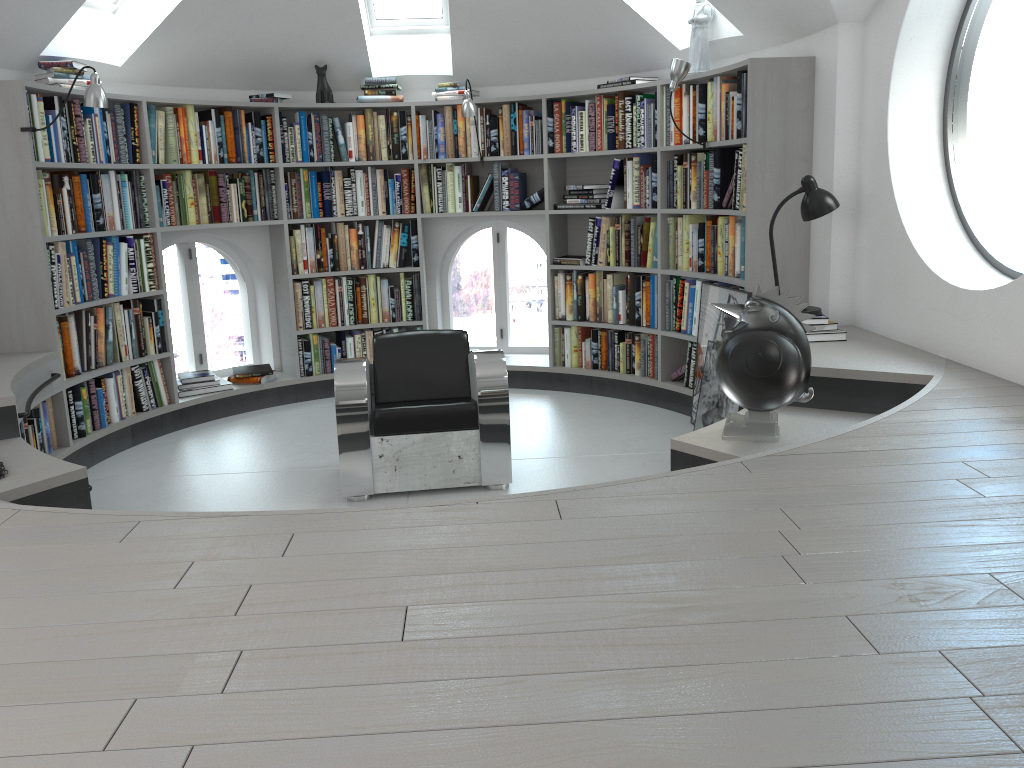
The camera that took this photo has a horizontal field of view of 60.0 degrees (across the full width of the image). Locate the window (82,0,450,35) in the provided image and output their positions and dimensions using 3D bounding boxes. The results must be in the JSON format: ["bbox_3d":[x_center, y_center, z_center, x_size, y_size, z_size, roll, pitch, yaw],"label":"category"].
[{"bbox_3d":[-0.685,-2.623,5.323,4.055,0.709,1.943,-3,12,-2],"label":"window"}]

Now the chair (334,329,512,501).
[{"bbox_3d":[-0.463,0.122,4.558,0.823,0.715,0.745,-4,12,-8],"label":"chair"}]

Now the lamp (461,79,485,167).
[{"bbox_3d":[-0.270,-1.769,6.037,0.113,0.563,0.359,-1,12,4],"label":"lamp"}]

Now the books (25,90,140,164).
[{"bbox_3d":[-2.471,-1.399,4.911,0.300,0.359,1.038,1,13,13],"label":"books"}]

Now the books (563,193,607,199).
[{"bbox_3d":[0.548,-1.301,6.139,0.270,0.031,0.286,-13,17,-41],"label":"books"}]

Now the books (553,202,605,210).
[{"bbox_3d":[0.550,-1.238,6.151,0.388,0.042,0.367,7,16,36],"label":"books"}]

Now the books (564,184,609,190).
[{"bbox_3d":[0.545,-1.362,6.127,0.269,0.031,0.287,-7,14,-22],"label":"books"}]

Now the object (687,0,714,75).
[{"bbox_3d":[1.101,-2.053,5.214,0.179,0.470,0.180,-1,11,6],"label":"object"}]

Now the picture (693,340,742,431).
[{"bbox_3d":[1.149,0.073,4.892,0.107,0.552,0.492,-4,12,-12],"label":"picture"}]

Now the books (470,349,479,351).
[{"bbox_3d":[-0.362,-0.218,6.673,0.268,0.029,0.254,-5,13,-12],"label":"books"}]

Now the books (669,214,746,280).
[{"bbox_3d":[1.259,-0.818,5.215,0.276,0.346,1.026,-6,13,-17],"label":"books"}]

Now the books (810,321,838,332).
[{"bbox_3d":[1.364,-0.290,4.296,0.286,0.034,0.306,-5,13,-12],"label":"books"}]

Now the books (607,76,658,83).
[{"bbox_3d":[0.787,-1.977,5.790,0.233,0.027,0.248,-9,14,-29],"label":"books"}]

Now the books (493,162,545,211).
[{"bbox_3d":[0.088,-1.403,6.289,0.399,0.339,0.225,2,12,17],"label":"books"}]

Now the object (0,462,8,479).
[{"bbox_3d":[-1.965,0.296,3.183,0.218,0.081,0.474,-12,16,-39],"label":"object"}]

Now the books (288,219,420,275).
[{"bbox_3d":[-1.139,-0.999,6.396,0.998,0.349,0.299,-6,12,-19],"label":"books"}]

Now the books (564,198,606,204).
[{"bbox_3d":[0.549,-1.270,6.144,0.286,0.031,0.270,6,15,32],"label":"books"}]

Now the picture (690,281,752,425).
[{"bbox_3d":[1.178,-0.124,5.039,0.090,0.858,0.581,-4,12,-12],"label":"picture"}]

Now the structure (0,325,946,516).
[{"bbox_3d":[-0.526,0.154,4.452,4.719,0.689,4.727,9,17,41],"label":"structure"}]

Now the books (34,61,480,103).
[{"bbox_3d":[-1.556,-1.936,5.788,2.820,0.172,0.750,-10,15,-31],"label":"books"}]

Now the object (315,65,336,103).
[{"bbox_3d":[-1.295,-2.069,6.142,0.147,0.263,0.203,-3,12,-6],"label":"object"}]

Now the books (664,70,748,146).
[{"bbox_3d":[1.221,-1.571,5.084,0.293,0.360,1.019,-6,13,-20],"label":"books"}]

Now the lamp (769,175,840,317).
[{"bbox_3d":[1.387,-0.658,4.219,0.322,0.656,0.235,1,11,13],"label":"lamp"}]

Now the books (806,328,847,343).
[{"bbox_3d":[1.365,-0.255,4.303,0.365,0.042,0.390,-3,13,-2],"label":"books"}]

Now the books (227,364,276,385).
[{"bbox_3d":[-1.816,-0.064,6.207,0.318,0.099,0.293,-2,12,-1],"label":"books"}]

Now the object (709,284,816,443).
[{"bbox_3d":[0.906,-0.083,3.219,0.320,0.559,0.322,-8,13,-29],"label":"object"}]

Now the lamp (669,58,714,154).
[{"bbox_3d":[1.020,-1.560,4.992,0.275,0.522,0.113,-4,11,-12],"label":"lamp"}]

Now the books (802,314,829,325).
[{"bbox_3d":[1.363,-0.322,4.289,0.269,0.031,0.287,0,13,7],"label":"books"}]

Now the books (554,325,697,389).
[{"bbox_3d":[0.870,-0.211,5.959,0.360,0.309,1.501,-12,16,-39],"label":"books"}]

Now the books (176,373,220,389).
[{"bbox_3d":[-2.142,-0.019,6.021,0.269,0.031,0.287,-8,14,-25],"label":"books"}]

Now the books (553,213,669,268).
[{"bbox_3d":[0.725,-0.972,5.977,0.975,0.350,0.252,8,15,39],"label":"books"}]

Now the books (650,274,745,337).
[{"bbox_3d":[1.235,-0.457,5.347,0.304,0.357,1.189,-7,13,-21],"label":"books"}]

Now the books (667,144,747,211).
[{"bbox_3d":[1.237,-1.193,5.146,0.279,0.356,1.057,-6,13,-16],"label":"books"}]

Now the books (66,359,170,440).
[{"bbox_3d":[-2.411,0.062,5.249,0.283,0.318,0.923,1,13,15],"label":"books"}]

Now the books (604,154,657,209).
[{"bbox_3d":[0.880,-1.326,5.800,0.554,0.349,0.256,9,16,43],"label":"books"}]

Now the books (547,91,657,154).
[{"bbox_3d":[0.655,-1.732,5.883,0.971,0.365,0.307,9,16,40],"label":"books"}]

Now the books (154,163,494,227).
[{"bbox_3d":[-1.299,-1.314,6.130,2.531,0.369,0.593,-7,13,-21],"label":"books"}]

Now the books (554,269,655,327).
[{"bbox_3d":[0.680,-0.610,6.111,0.873,0.349,0.273,8,15,38],"label":"books"}]

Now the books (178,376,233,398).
[{"bbox_3d":[-2.141,0.014,6.028,0.366,0.042,0.389,-11,15,-35],"label":"books"}]

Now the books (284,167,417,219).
[{"bbox_3d":[-1.165,-1.377,6.363,1.029,0.357,0.302,-6,12,-16],"label":"books"}]

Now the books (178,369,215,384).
[{"bbox_3d":[-2.143,-0.050,6.015,0.214,0.036,0.227,-8,14,-25],"label":"books"}]

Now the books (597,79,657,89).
[{"bbox_3d":[0.788,-1.949,5.796,0.317,0.036,0.337,-12,16,-39],"label":"books"}]

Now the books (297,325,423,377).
[{"bbox_3d":[-1.116,-0.266,6.535,1.020,0.305,0.289,-6,12,-17],"label":"books"}]

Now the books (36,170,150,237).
[{"bbox_3d":[-2.466,-1.025,5.004,0.303,0.346,1.094,1,13,13],"label":"books"}]

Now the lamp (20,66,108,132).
[{"bbox_3d":[-2.250,-1.430,4.453,0.414,0.310,0.117,-3,11,-6],"label":"lamp"}]

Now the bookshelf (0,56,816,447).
[{"bbox_3d":[-0.623,-0.895,5.659,4.333,1.870,2.121,-3,12,-2],"label":"bookshelf"}]

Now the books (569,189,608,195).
[{"bbox_3d":[0.547,-1.331,6.133,0.214,0.036,0.227,-13,17,-41],"label":"books"}]

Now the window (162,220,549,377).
[{"bbox_3d":[-1.165,-0.645,6.553,3.233,1.144,0.620,-6,12,-16],"label":"window"}]

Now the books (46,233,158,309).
[{"bbox_3d":[-2.418,-0.651,5.042,0.260,0.357,1.025,1,13,14],"label":"books"}]

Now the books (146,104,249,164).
[{"bbox_3d":[-2.079,-1.593,5.699,0.269,0.371,0.796,8,16,40],"label":"books"}]

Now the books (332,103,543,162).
[{"bbox_3d":[-0.500,-1.783,6.296,1.565,0.365,0.396,-1,12,3],"label":"books"}]

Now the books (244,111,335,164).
[{"bbox_3d":[-1.558,-1.697,6.129,0.683,0.344,0.266,-8,13,-25],"label":"books"}]

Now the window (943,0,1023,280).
[{"bbox_3d":[2.077,-1.114,3.372,0.104,1.462,1.479,-3,12,-2],"label":"window"}]

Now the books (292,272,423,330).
[{"bbox_3d":[-1.113,-0.623,6.475,1.032,0.355,0.294,-6,12,-17],"label":"books"}]

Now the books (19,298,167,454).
[{"bbox_3d":[-2.448,-0.053,4.894,0.390,0.691,1.650,-1,12,7],"label":"books"}]
